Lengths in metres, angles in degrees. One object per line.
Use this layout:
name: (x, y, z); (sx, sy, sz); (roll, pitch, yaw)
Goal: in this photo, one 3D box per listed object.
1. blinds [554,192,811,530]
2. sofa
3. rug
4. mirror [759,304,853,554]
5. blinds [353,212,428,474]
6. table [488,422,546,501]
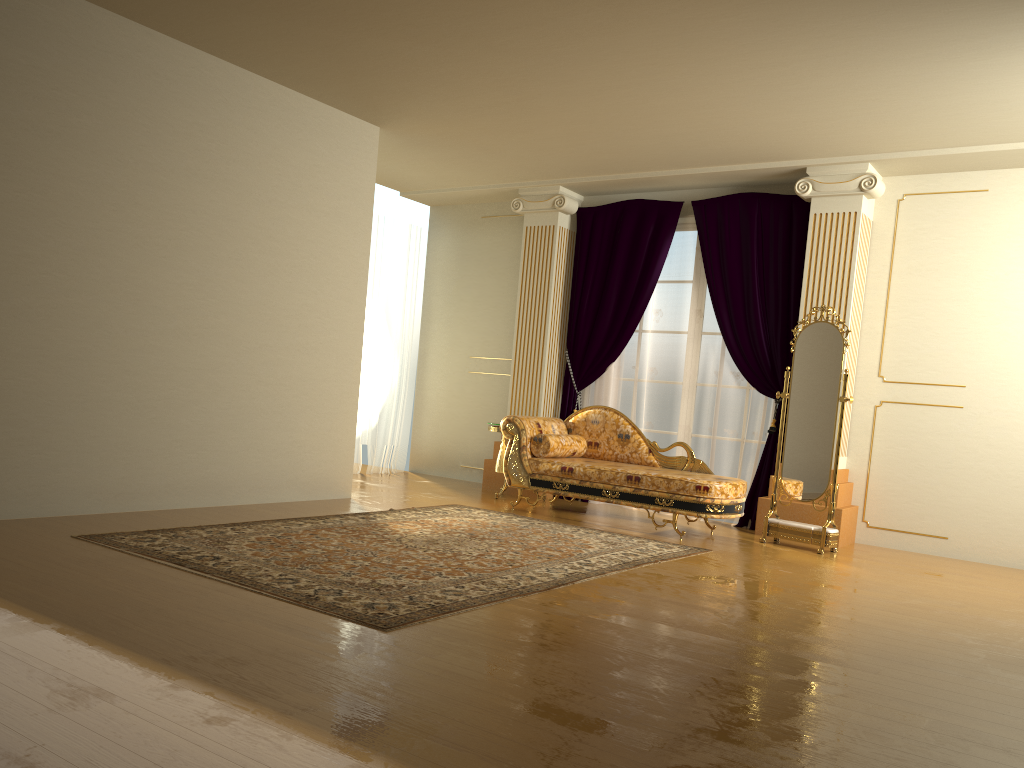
blinds: (1.387, -0.219, 7.424); (2.227, 2.661, 0.339); (6, 3, 35)
sofa: (0.816, 0.611, 6.642); (1.887, 0.873, 0.694); (5, 1, 35)
rug: (-0.438, 0.906, 5.028); (2.110, 0.017, 3.084); (4, -1, 35)
mirror: (2.071, 0.298, 6.139); (0.539, 1.705, 0.243); (8, 4, 45)
blinds: (-1.555, -0.392, 8.218); (0.163, 2.513, 2.169); (7, 3, 37)
table: (0.046, 0.675, 7.662); (0.572, 0.645, 0.569); (5, 2, -10)
